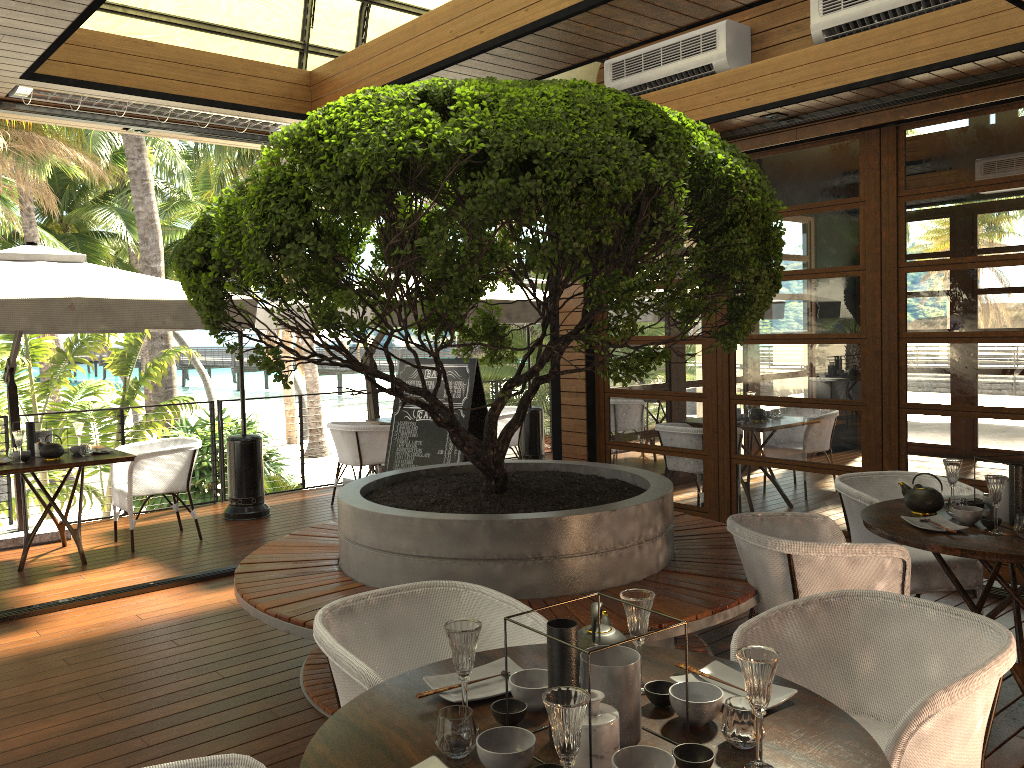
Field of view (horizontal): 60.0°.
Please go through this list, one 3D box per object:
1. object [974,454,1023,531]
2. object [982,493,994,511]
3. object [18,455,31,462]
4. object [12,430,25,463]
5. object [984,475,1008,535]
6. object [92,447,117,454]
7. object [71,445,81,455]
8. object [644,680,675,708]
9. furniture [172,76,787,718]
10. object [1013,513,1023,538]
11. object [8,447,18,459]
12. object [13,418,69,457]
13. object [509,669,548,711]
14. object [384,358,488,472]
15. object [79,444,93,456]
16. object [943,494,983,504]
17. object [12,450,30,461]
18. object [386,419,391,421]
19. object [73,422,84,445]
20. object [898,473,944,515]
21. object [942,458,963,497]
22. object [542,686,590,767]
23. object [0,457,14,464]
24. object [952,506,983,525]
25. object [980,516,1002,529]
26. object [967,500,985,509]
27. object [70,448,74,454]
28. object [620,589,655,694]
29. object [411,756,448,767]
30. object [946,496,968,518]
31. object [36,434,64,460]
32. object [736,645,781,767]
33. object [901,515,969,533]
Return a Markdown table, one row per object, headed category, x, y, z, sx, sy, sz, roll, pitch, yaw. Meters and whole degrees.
| category | x | y | z | sx | sy | sz | roll | pitch | yaw |
| --- | --- | --- | --- | --- | --- | --- | --- | --- | --- |
| object | 2.126 | 0.446 | 3.687 | 0.263 | 0.264 | 0.264 | -2 | 3 | -5 |
| object | 2.154 | 0.529 | 3.939 | 0.116 | 0.065 | 0.116 | -3 | 4 | -29 |
| object | -3.468 | 0.532 | 6.313 | 0.080 | 0.042 | 0.080 | -1 | 3 | 11 |
| object | -3.460 | 0.441 | 6.228 | 0.082 | 0.227 | 0.082 | 1 | 3 | 39 |
| object | 1.911 | 0.477 | 3.500 | 0.082 | 0.227 | 0.082 | -1 | 3 | 1 |
| object | -3.136 | 0.506 | 6.750 | 0.170 | 0.025 | 0.295 | -4 | 5 | -40 |
| object | -3.225 | 0.496 | 6.611 | 0.116 | 0.065 | 0.116 | -4 | 4 | -42 |
| object | 0.337 | 0.703 | 1.996 | 0.080 | 0.042 | 0.080 | -1 | 3 | 15 |
| furniture | -0.062 | 0.007 | 4.229 | 2.569 | 2.720 | 2.722 | -1 | 3 | 15 |
| object | 1.996 | 0.552 | 3.439 | 0.086 | 0.086 | 0.086 | 1 | 4 | 44 |
| object | -3.620 | 0.504 | 6.456 | 0.086 | 0.086 | 0.086 | -4 | 4 | -36 |
| object | -3.534 | 0.402 | 6.655 | 0.263 | 0.264 | 0.264 | -1 | 3 | 5 |
| object | 0.052 | 0.698 | 2.006 | 0.116 | 0.065 | 0.116 | -3 | 4 | -27 |
| object | -0.567 | 0.492 | 7.025 | 0.768 | 1.396 | 0.772 | 0 | 3 | 34 |
| object | -3.141 | 0.488 | 6.538 | 0.086 | 0.086 | 0.086 | -4 | 4 | -36 |
| object | 2.070 | 0.541 | 4.102 | 0.294 | 0.025 | 0.170 | -2 | 3 | -5 |
| object | -3.533 | 0.518 | 6.386 | 0.116 | 0.065 | 0.116 | -4 | 4 | -42 |
| object | -1.048 | 0.352 | 8.436 | 0.170 | 0.025 | 0.295 | -4 | 5 | -40 |
| object | -3.301 | 0.405 | 6.761 | 0.082 | 0.227 | 0.082 | -3 | 3 | -39 |
| object | 1.822 | 0.480 | 3.925 | 0.163 | 0.178 | 0.168 | -2 | 3 | -2 |
| object | 1.957 | 0.449 | 3.937 | 0.082 | 0.227 | 0.082 | -2 | 3 | -16 |
| object | 0.095 | 0.643 | 1.512 | 0.082 | 0.227 | 0.082 | -3 | 3 | -36 |
| object | -3.620 | 0.548 | 6.249 | 0.170 | 0.025 | 0.295 | -4 | 5 | -40 |
| object | 1.895 | 0.550 | 3.691 | 0.116 | 0.065 | 0.116 | 0 | 3 | 21 |
| object | 1.943 | 0.566 | 3.596 | 0.080 | 0.042 | 0.080 | 0 | 4 | 28 |
| object | 2.052 | 0.543 | 3.930 | 0.080 | 0.042 | 0.080 | -2 | 3 | -7 |
| object | -3.291 | 0.505 | 6.687 | 0.080 | 0.042 | 0.080 | -1 | 3 | 11 |
| object | 0.296 | 0.603 | 2.077 | 0.082 | 0.227 | 0.082 | 1 | 3 | 43 |
| object | -0.132 | 0.749 | 1.571 | 0.170 | 0.025 | 0.295 | -4 | 4 | -36 |
| object | 1.912 | 0.532 | 3.804 | 0.086 | 0.086 | 0.086 | -4 | 4 | -41 |
| object | -3.340 | 0.453 | 6.426 | 0.168 | 0.178 | 0.163 | -4 | 4 | -38 |
| object | 0.470 | 0.623 | 1.687 | 0.082 | 0.227 | 0.082 | -3 | 3 | -31 |
| object | 1.735 | 0.578 | 3.621 | 0.170 | 0.025 | 0.295 | -1 | 3 | 0 |
